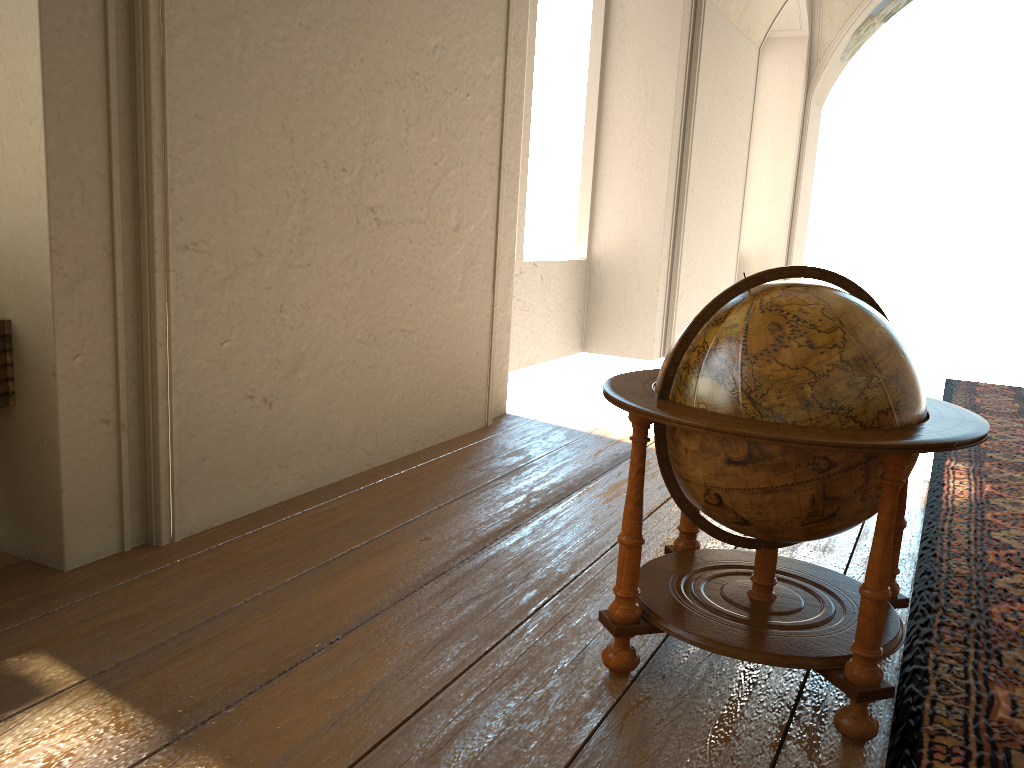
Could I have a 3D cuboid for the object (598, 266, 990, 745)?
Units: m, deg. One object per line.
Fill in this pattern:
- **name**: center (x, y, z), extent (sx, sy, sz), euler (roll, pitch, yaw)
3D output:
- **object**: center (0.946, 0.307, 3.166), extent (1.279, 1.454, 1.274), euler (-2, 12, -26)
